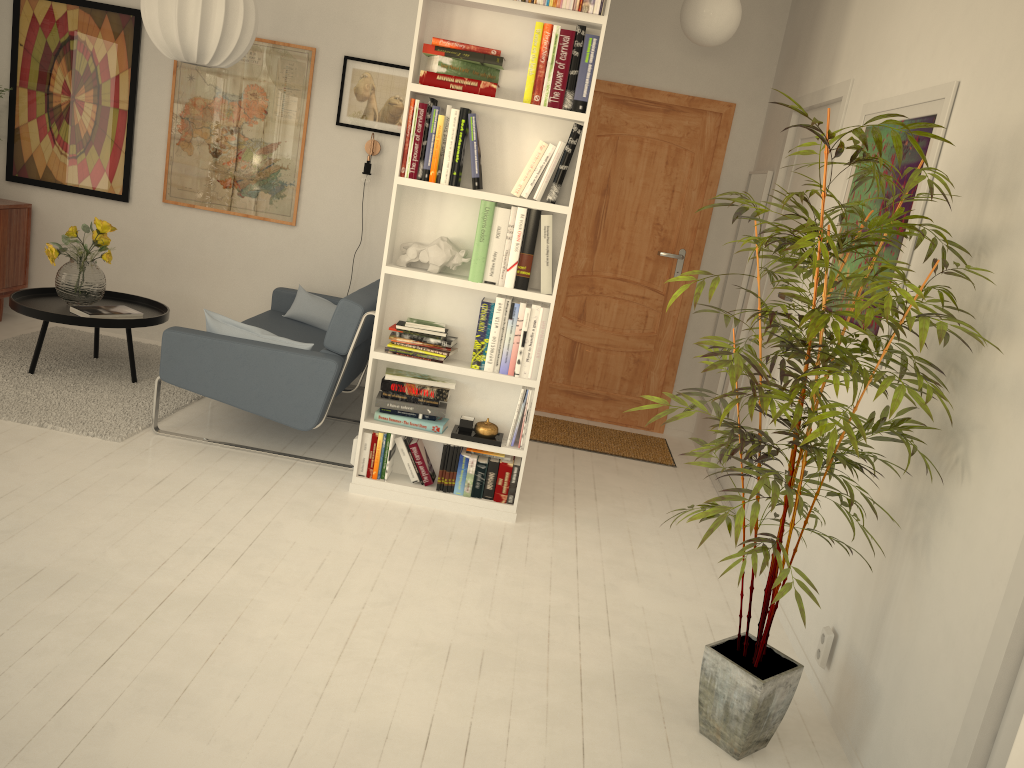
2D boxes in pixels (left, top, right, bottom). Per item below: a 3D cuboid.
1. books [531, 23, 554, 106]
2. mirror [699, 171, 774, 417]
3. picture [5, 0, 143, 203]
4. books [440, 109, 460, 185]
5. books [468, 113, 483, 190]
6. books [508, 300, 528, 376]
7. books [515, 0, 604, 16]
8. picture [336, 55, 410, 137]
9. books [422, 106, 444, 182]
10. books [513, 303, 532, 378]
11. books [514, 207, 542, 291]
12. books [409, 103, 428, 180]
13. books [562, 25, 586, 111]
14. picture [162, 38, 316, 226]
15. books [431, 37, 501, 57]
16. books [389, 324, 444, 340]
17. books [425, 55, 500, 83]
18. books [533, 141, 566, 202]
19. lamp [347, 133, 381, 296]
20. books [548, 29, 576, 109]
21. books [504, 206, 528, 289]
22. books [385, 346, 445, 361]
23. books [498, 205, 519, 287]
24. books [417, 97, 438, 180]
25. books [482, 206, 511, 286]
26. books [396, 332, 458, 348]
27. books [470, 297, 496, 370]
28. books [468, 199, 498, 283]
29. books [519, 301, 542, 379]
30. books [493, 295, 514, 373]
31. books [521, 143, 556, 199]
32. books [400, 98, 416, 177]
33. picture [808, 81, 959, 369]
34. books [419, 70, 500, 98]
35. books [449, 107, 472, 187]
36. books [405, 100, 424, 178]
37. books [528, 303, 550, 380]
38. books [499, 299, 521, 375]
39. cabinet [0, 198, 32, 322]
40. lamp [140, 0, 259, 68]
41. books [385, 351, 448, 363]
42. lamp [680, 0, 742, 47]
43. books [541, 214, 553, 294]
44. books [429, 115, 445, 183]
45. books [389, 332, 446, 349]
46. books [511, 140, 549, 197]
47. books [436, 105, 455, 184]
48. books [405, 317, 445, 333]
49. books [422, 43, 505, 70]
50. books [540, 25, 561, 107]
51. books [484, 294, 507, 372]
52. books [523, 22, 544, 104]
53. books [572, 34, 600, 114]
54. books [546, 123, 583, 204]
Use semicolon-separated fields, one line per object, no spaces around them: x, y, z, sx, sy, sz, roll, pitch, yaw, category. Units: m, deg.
0.121;-1.243;3.490;0.039;0.301;0.199;10;13;1;books
1.269;-0.528;5.094;0.029;1.368;0.501;10;13;1;mirror
-2.661;-1.735;5.372;0.778;1.132;0.018;10;13;1;picture
-0.238;-0.947;3.559;0.032;0.290;0.189;10;13;1;books
-0.143;-0.929;3.561;0.093;0.288;0.200;10;13;1;books
0.026;-0.204;3.722;0.025;0.305;0.213;10;13;1;books
0.025;-1.517;3.430;0.664;0.109;0.278;10;13;1;books
-0.785;-1.702;5.270;0.481;0.401;0.015;10;13;1;picture
-0.313;-0.960;3.564;0.030;0.288;0.200;10;13;1;books
0.048;-0.190;3.710;0.022;0.291;0.209;10;13;1;books
0.068;-0.558;3.636;0.056;0.327;0.203;10;13;1;books
-0.363;-0.971;3.566;0.032;0.291;0.203;10;13;1;books
0.242;-1.226;3.475;0.039;0.317;0.161;10;13;1;books
-1.658;-1.552;5.357;0.838;1.051;0.012;10;13;1;picture
-0.186;-1.314;3.490;0.266;0.026;0.204;8;13;-9;books
-0.390;-0.224;3.726;0.221;0.010;0.169;11;13;4;books
-0.194;-1.235;3.503;0.268;0.064;0.128;3;15;-28;books
0.153;-0.855;3.569;0.092;0.244;0.197;10;13;1;books
-1.076;-0.834;5.414;0.360;1.414;0.112;10;13;1;lamp
0.194;-1.222;3.478;0.059;0.291;0.182;10;13;1;books
0.020;-0.565;3.642;0.037;0.324;0.240;10;13;1;books
-0.400;-0.142;3.733;0.246;0.014;0.173;10;13;0;books
-0.011;-0.573;3.656;0.023;0.320;0.236;10;13;1;books
-0.335;-0.979;3.563;0.021;0.316;0.180;10;13;1;books
-0.057;-0.569;3.641;0.065;0.310;0.200;10;13;1;books
-0.351;-0.201;3.736;0.235;0.025;0.163;12;13;7;books
-0.114;-0.218;3.723;0.057;0.283;0.200;10;13;1;books
-0.115;-0.589;3.636;0.056;0.327;0.229;10;13;1;books
0.078;-0.189;3.698;0.037;0.307;0.161;10;13;1;books
-0.033;-0.219;3.732;0.027;0.310;0.229;10;13;1;books
0.107;-0.851;3.550;0.105;0.225;0.138;10;13;1;books
-0.403;-0.987;3.579;0.021;0.301;0.222;10;13;1;books
1.250;-0.557;3.087;0.012;0.875;0.823;10;13;1;picture
-0.202;-1.176;3.508;0.301;0.056;0.202;10;13;1;books
-0.205;-0.946;3.549;0.033;0.306;0.151;10;13;1;books
-0.386;-0.982;3.573;0.015;0.300;0.207;10;13;1;books
0.115;-0.188;3.727;0.039;0.302;0.229;10;13;1;books
-0.006;-0.198;3.693;0.035;0.303;0.150;10;13;1;books
-3.351;-0.679;4.984;0.546;0.726;1.264;10;13;1;cabinet
-1.462;-2.173;4.265;0.536;1.227;0.536;19;16;34;lamp
-0.396;-0.130;3.738;0.247;0.009;0.170;11;13;4;books
0.947;-1.917;3.987;0.275;0.766;0.275;9;13;-4;lamp
0.144;-0.539;3.642;0.099;0.315;0.229;10;13;1;books
-0.289;-0.939;3.561;0.024;0.260;0.199;10;13;1;books
-0.392;-0.185;3.720;0.238;0.012;0.120;9;13;-4;books
0.072;-0.858;3.543;0.115;0.231;0.133;10;13;1;books
-0.263;-0.959;3.572;0.020;0.303;0.193;10;13;1;books
-0.361;-0.248;3.706;0.166;0.019;0.127;9;13;-6;books
-0.182;-1.286;3.504;0.314;0.035;0.206;10;13;1;books
0.153;-1.235;3.485;0.029;0.300;0.185;10;13;1;books
-0.065;-0.225;3.730;0.037;0.311;0.241;10;13;1;books
0.087;-1.253;3.496;0.032;0.300;0.200;10;13;1;books
0.286;-1.203;3.475;0.054;0.288;0.179;10;13;1;books
0.210;-0.880;3.553;0.092;0.318;0.180;10;13;1;books
